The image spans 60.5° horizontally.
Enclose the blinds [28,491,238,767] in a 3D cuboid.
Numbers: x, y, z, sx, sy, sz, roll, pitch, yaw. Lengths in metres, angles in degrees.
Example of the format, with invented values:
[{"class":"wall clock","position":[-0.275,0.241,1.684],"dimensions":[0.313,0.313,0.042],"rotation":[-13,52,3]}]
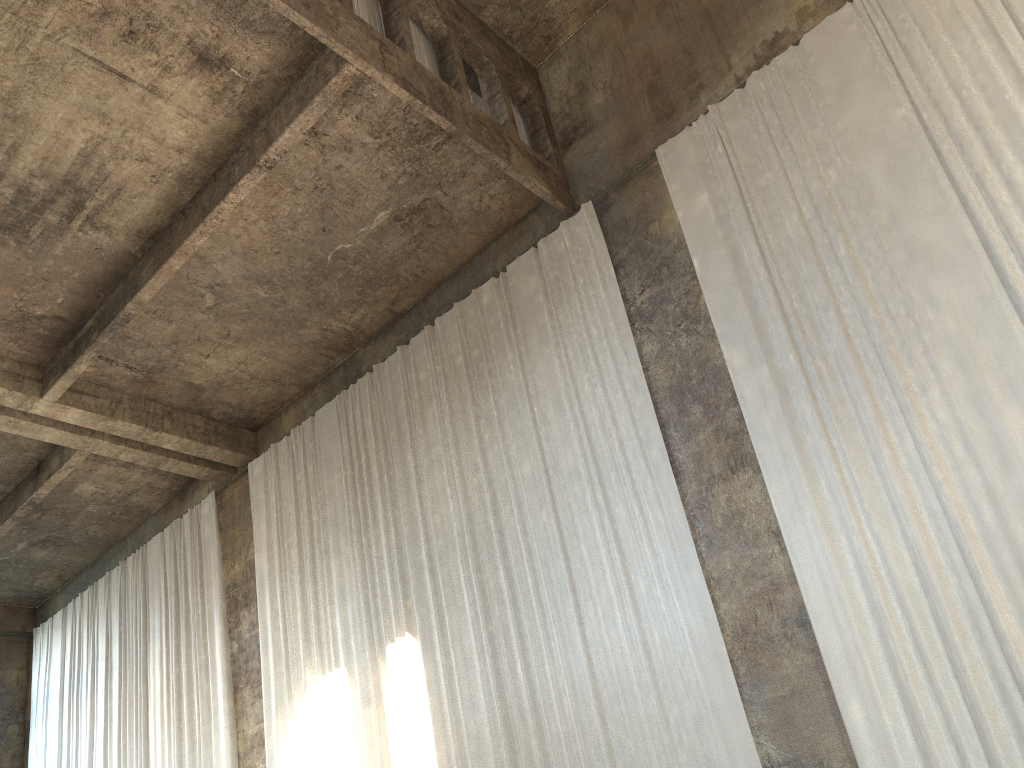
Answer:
[{"class":"blinds","position":[-7.340,7.330,16.165],"dimensions":[8.068,8.195,0.281],"rotation":[-32,-32,32]}]

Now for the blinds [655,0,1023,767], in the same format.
[{"class":"blinds","position":[5.243,-1.033,6.582],"dimensions":[8.085,8.195,0.280],"rotation":[-33,-33,34]}]

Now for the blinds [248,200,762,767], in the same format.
[{"class":"blinds","position":[-1.038,3.142,11.366],"dimensions":[8.085,8.195,0.280],"rotation":[-33,-33,34]}]
